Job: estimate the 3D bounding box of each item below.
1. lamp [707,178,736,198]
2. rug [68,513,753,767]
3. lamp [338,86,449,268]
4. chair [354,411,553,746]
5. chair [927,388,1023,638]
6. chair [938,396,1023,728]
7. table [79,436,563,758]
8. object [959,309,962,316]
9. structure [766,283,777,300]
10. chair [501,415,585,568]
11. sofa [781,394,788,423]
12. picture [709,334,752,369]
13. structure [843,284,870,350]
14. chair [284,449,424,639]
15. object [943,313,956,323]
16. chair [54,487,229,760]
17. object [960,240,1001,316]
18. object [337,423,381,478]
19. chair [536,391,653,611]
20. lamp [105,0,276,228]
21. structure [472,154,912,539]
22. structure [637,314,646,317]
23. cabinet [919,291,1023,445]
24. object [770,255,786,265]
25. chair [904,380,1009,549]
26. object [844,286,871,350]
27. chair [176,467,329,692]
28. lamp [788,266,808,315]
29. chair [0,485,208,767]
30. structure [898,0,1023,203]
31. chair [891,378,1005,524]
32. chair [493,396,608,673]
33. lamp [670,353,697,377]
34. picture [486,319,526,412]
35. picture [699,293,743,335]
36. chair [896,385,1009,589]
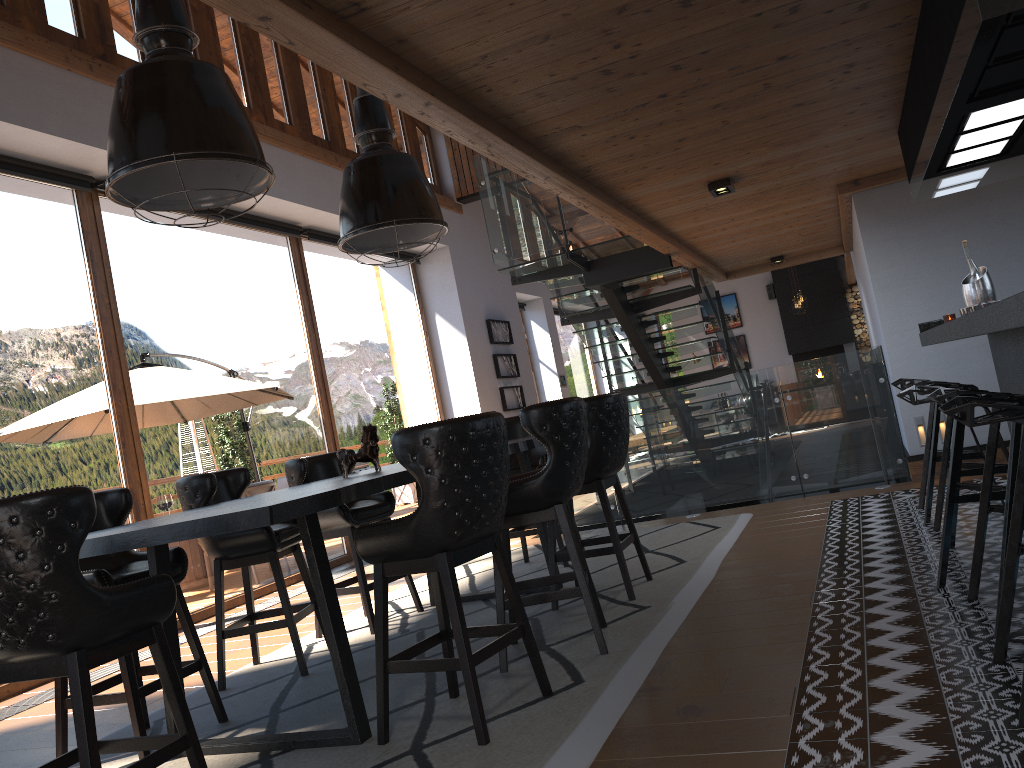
[{"bbox_3d":[1.444,-1.360,6.113,0.154,0.068,0.263,-12,-3,21],"label":"lamp"},{"bbox_3d":[-0.280,1.319,4.690,2.530,0.047,5.677,-12,-3,21],"label":"rug"},{"bbox_3d":[-1.081,-2.965,5.055,0.627,4.687,0.615,-10,-4,-24],"label":"lamp"},{"bbox_3d":[-0.207,0.683,3.198,0.562,1.092,0.509,-13,-4,29],"label":"chair"},{"bbox_3d":[1.838,0.395,3.184,0.466,0.840,0.542,-12,-3,18],"label":"chair"},{"bbox_3d":[1.531,0.421,2.465,0.465,0.840,0.543,-12,-3,22],"label":"chair"},{"bbox_3d":[-0.540,0.894,4.433,1.417,0.950,3.828,-12,-3,21],"label":"table"},{"bbox_3d":[2.733,-0.416,5.314,0.080,0.081,0.079,-10,-3,-15],"label":"object"},{"bbox_3d":[5.972,-2.120,20.377,0.212,0.349,0.215,-12,-3,20],"label":"structure"},{"bbox_3d":[0.144,0.758,6.322,0.500,1.092,0.572,-12,-3,19],"label":"chair"},{"bbox_3d":[5.202,0.336,15.392,2.545,0.839,1.249,-12,-3,19],"label":"sofa"},{"bbox_3d":[5.102,-0.673,20.800,0.872,0.816,0.036,-12,-3,20],"label":"picture"},{"bbox_3d":[7.829,-0.889,19.523,0.497,2.618,0.516,-12,-3,20],"label":"structure"},{"bbox_3d":[-0.994,0.946,5.349,0.562,1.092,0.509,-13,-4,29],"label":"chair"},{"bbox_3d":[2.945,-0.426,5.957,0.080,0.081,0.078,-9,-4,-35],"label":"object"},{"bbox_3d":[-1.659,0.986,3.678,0.563,1.092,0.508,-12,-3,19],"label":"chair"},{"bbox_3d":[2.650,-0.601,5.066,0.224,0.453,0.227,-12,-3,20],"label":"object"},{"bbox_3d":[-0.771,0.335,4.458,0.222,0.254,0.115,-10,-3,-17],"label":"object"},{"bbox_3d":[0.454,0.624,4.869,0.563,1.092,0.508,-12,-3,19],"label":"chair"},{"bbox_3d":[-1.661,-2.924,3.558,0.627,4.687,0.615,-10,-4,-24],"label":"lamp"},{"bbox_3d":[-0.280,1.195,10.069,9.132,6.401,11.115,-12,-3,21],"label":"structure"},{"bbox_3d":[3.146,-1.507,21.421,0.212,0.349,0.215,-12,-3,20],"label":"structure"},{"bbox_3d":[2.487,0.162,3.772,0.881,1.104,4.840,-12,-3,21],"label":"cabinet"},{"bbox_3d":[3.170,-1.483,10.571,0.154,0.068,0.263,-12,-3,21],"label":"object"},{"bbox_3d":[2.374,0.358,4.594,0.466,0.840,0.542,-12,-3,18],"label":"chair"},{"bbox_3d":[7.827,-0.881,19.534,0.489,2.613,0.470,-12,-3,20],"label":"object"},{"bbox_3d":[-1.354,0.971,4.600,0.567,1.092,0.505,-11,-3,4],"label":"chair"},{"bbox_3d":[5.482,-2.477,17.552,0.260,2.203,0.806,-12,-3,12],"label":"lamp"},{"bbox_3d":[-1.273,0.851,2.518,0.500,1.092,0.572,-12,-3,19],"label":"chair"},{"bbox_3d":[2.253,-1.417,4.036,0.705,0.476,3.277,-12,-3,21],"label":"structure"},{"bbox_3d":[2.610,0.347,5.320,0.465,0.840,0.543,-12,-3,21],"label":"chair"},{"bbox_3d":[0.149,0.640,3.947,0.567,1.092,0.505,-11,-3,4],"label":"chair"},{"bbox_3d":[3.908,0.284,20.021,0.520,1.900,1.339,-14,-4,41],"label":"lamp"},{"bbox_3d":[-0.078,-0.272,12.743,0.058,1.313,0.780,-12,-3,21],"label":"picture"},{"bbox_3d":[4.909,-1.648,20.857,0.872,0.816,0.036,-12,-3,20],"label":"picture"},{"bbox_3d":[2.024,0.393,3.882,0.464,0.840,0.544,-13,-4,26],"label":"chair"}]
